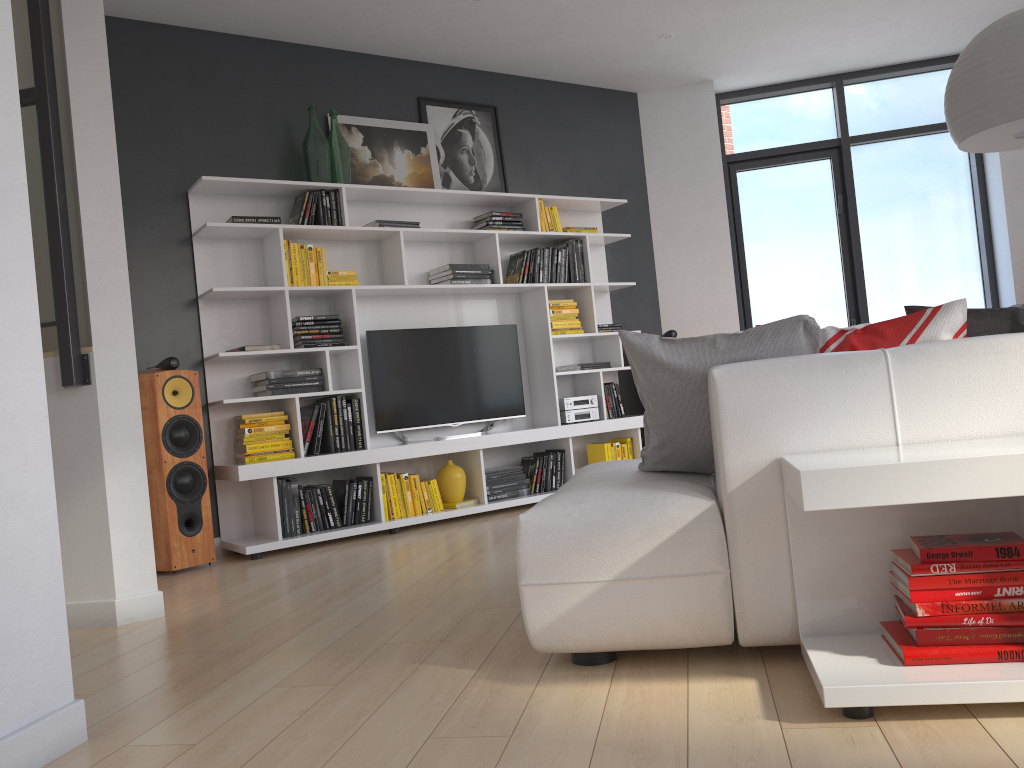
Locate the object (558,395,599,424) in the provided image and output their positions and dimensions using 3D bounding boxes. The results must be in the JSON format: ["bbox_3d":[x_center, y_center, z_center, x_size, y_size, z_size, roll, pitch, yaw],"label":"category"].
[{"bbox_3d":[0.409,0.181,6.137,0.285,0.174,0.270,-5,-1,-34],"label":"object"}]

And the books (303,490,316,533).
[{"bbox_3d":[-1.166,0.709,4.960,0.053,0.240,0.189,-5,-1,-33],"label":"books"}]

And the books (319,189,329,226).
[{"bbox_3d":[-1.135,-1.016,5.236,0.025,0.232,0.176,-5,-1,-34],"label":"books"}]

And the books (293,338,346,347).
[{"bbox_3d":[-1.130,-0.239,5.162,0.270,0.025,0.189,-5,-1,-35],"label":"books"}]

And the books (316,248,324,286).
[{"bbox_3d":[-1.154,-0.666,5.199,0.024,0.234,0.172,-5,-1,-34],"label":"books"}]

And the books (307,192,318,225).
[{"bbox_3d":[-1.191,-1.003,5.190,0.074,0.212,0.154,-5,-1,-35],"label":"books"}]

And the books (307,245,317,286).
[{"bbox_3d":[-1.200,-0.670,5.170,0.035,0.250,0.185,-5,-1,-34],"label":"books"}]

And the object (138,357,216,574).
[{"bbox_3d":[-1.806,0.419,4.605,0.434,1.088,0.290,-7,-1,41],"label":"object"}]

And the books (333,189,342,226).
[{"bbox_3d":[-1.062,-1.024,5.273,0.019,0.230,0.174,-5,-1,-34],"label":"books"}]

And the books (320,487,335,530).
[{"bbox_3d":[-1.073,0.698,5.009,0.066,0.242,0.177,-5,-1,-34],"label":"books"}]

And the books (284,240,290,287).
[{"bbox_3d":[-1.326,-0.669,5.073,0.029,0.270,0.204,-5,-1,-34],"label":"books"}]

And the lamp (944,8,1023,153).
[{"bbox_3d":[2.831,-0.880,2.268,0.710,2.647,3.199,-5,-2,-43],"label":"lamp"}]

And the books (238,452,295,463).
[{"bbox_3d":[-1.376,0.412,4.961,0.270,0.029,0.204,-5,-1,-29],"label":"books"}]

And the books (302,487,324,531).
[{"bbox_3d":[-1.120,0.702,4.974,0.050,0.242,0.169,-5,-1,-34],"label":"books"}]

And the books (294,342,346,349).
[{"bbox_3d":[-1.127,-0.214,5.160,0.263,0.026,0.189,-5,-1,-35],"label":"books"}]

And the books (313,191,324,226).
[{"bbox_3d":[-1.152,-1.009,5.218,0.021,0.221,0.156,-5,-1,-34],"label":"books"}]

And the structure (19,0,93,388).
[{"bbox_3d":[-3.477,-1.051,5.111,4.190,4.339,2.823,-6,-1,11],"label":"structure"}]

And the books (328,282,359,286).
[{"bbox_3d":[-1.027,-0.577,5.263,0.190,0.033,0.147,-5,-1,-34],"label":"books"}]

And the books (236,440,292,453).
[{"bbox_3d":[-1.392,0.352,4.972,0.255,0.044,0.198,-5,-1,-34],"label":"books"}]

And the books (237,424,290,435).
[{"bbox_3d":[-1.398,0.256,4.988,0.250,0.035,0.185,-5,-1,-31],"label":"books"}]

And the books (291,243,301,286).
[{"bbox_3d":[-1.282,-0.665,5.119,0.044,0.255,0.198,-5,-1,-34],"label":"books"}]

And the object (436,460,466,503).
[{"bbox_3d":[-0.375,0.598,5.471,0.185,0.257,0.185,-7,-1,34],"label":"object"}]

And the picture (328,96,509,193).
[{"bbox_3d":[-0.587,-1.548,5.816,1.279,0.707,0.076,-5,-1,-34],"label":"picture"}]

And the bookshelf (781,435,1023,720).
[{"bbox_3d":[1.885,0.283,1.636,2.600,0.500,0.356,-6,-1,11],"label":"bookshelf"}]

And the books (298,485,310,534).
[{"bbox_3d":[-1.196,0.696,4.946,0.053,0.268,0.202,-5,-1,-34],"label":"books"}]

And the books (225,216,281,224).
[{"bbox_3d":[-1.462,-0.897,4.991,0.268,0.046,0.208,-5,-1,-30],"label":"books"}]

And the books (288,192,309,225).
[{"bbox_3d":[-1.245,-0.998,5.162,0.096,0.213,0.166,-5,-1,-35],"label":"books"}]

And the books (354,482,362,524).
[{"bbox_3d":[-0.922,0.684,5.121,0.071,0.243,0.179,-5,-1,-35],"label":"books"}]

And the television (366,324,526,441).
[{"bbox_3d":[-0.400,-0.012,5.690,1.102,0.704,0.207,-5,-1,-34],"label":"television"}]

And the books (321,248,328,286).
[{"bbox_3d":[-1.134,-0.668,5.216,0.024,0.234,0.172,-5,-1,-34],"label":"books"}]

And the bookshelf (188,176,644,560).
[{"bbox_3d":[-0.350,-0.194,5.607,3.000,2.052,0.455,-5,-1,-34],"label":"bookshelf"}]

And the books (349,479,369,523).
[{"bbox_3d":[-0.897,0.679,5.151,0.084,0.249,0.191,-5,-1,-34],"label":"books"}]

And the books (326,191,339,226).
[{"bbox_3d":[-1.088,-1.014,5.263,0.038,0.218,0.169,-5,-1,-34],"label":"books"}]

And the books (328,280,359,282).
[{"bbox_3d":[-1.031,-0.600,5.267,0.196,0.011,0.148,-5,-1,-34],"label":"books"}]

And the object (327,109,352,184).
[{"bbox_3d":[-1.060,-1.413,5.367,0.157,0.507,0.157,-5,-1,-20],"label":"object"}]

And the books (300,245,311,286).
[{"bbox_3d":[-1.223,-0.668,5.157,0.019,0.251,0.180,-5,-1,-34],"label":"books"}]

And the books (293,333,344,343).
[{"bbox_3d":[-1.148,-0.265,5.174,0.266,0.030,0.209,-5,-1,-35],"label":"books"}]

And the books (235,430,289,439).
[{"bbox_3d":[-1.405,0.284,4.984,0.251,0.019,0.180,-5,-1,-34],"label":"books"}]

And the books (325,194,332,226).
[{"bbox_3d":[-1.111,-1.004,5.246,0.021,0.200,0.147,-5,-1,-34],"label":"books"}]

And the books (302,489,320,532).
[{"bbox_3d":[-1.142,0.708,4.968,0.049,0.236,0.170,-5,-1,-33],"label":"books"}]

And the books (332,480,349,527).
[{"bbox_3d":[-0.992,0.683,5.094,0.066,0.260,0.197,-5,-1,-34],"label":"books"}]

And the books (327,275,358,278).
[{"bbox_3d":[-1.030,-0.629,5.264,0.187,0.014,0.134,-5,-1,-34],"label":"books"}]

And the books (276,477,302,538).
[{"bbox_3d":[-1.275,0.681,4.900,0.128,0.321,0.259,-5,-1,-34],"label":"books"}]

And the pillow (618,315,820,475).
[{"bbox_3d":[1.782,-0.079,2.673,2.953,0.453,0.647,-6,-1,-1],"label":"pillow"}]

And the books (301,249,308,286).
[{"bbox_3d":[-1.229,-0.655,5.130,0.024,0.229,0.156,-5,-1,-34],"label":"books"}]

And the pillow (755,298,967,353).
[{"bbox_3d":[1.815,-0.058,2.328,2.250,0.449,0.575,-6,-1,9],"label":"pillow"}]

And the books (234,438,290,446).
[{"bbox_3d":[-1.405,0.324,4.984,0.263,0.015,0.198,-5,-1,-31],"label":"books"}]

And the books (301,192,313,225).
[{"bbox_3d":[-1.222,-0.999,5.185,0.087,0.214,0.171,-5,-1,-33],"label":"books"}]

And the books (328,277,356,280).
[{"bbox_3d":[-1.026,-0.614,5.248,0.169,0.018,0.113,-5,-1,-33],"label":"books"}]

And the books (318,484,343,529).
[{"bbox_3d":[-1.047,0.692,5.032,0.083,0.249,0.191,-5,-1,-34],"label":"books"}]

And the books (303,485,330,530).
[{"bbox_3d":[-1.103,0.695,4.999,0.066,0.255,0.193,-5,-1,-34],"label":"books"}]

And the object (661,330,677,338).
[{"bbox_3d":[1.155,0.157,6.585,0.290,1.088,0.434,-5,-1,-19],"label":"object"}]

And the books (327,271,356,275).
[{"bbox_3d":[-1.043,-0.648,5.273,0.186,0.026,0.138,-5,-1,-34],"label":"books"}]

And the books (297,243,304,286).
[{"bbox_3d":[-1.258,-0.669,5.137,0.015,0.263,0.199,-5,-1,-34],"label":"books"}]

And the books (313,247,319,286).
[{"bbox_3d":[-1.176,-0.666,5.188,0.023,0.239,0.169,-5,-1,-34],"label":"books"}]

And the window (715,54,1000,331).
[{"bbox_3d":[2.712,-1.255,7.058,1.960,2.402,0.170,-6,-1,11],"label":"window"}]

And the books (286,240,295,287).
[{"bbox_3d":[-1.309,-0.670,5.095,0.025,0.270,0.213,-5,-1,-34],"label":"books"}]

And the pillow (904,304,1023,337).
[{"bbox_3d":[2.132,-0.118,2.273,2.120,0.436,0.608,-6,-1,7],"label":"pillow"}]

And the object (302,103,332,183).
[{"bbox_3d":[-1.157,-1.405,5.233,0.157,0.507,0.157,-5,-1,-20],"label":"object"}]

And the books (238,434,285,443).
[{"bbox_3d":[-1.403,0.304,4.961,0.228,0.024,0.152,-5,-1,-30],"label":"books"}]
